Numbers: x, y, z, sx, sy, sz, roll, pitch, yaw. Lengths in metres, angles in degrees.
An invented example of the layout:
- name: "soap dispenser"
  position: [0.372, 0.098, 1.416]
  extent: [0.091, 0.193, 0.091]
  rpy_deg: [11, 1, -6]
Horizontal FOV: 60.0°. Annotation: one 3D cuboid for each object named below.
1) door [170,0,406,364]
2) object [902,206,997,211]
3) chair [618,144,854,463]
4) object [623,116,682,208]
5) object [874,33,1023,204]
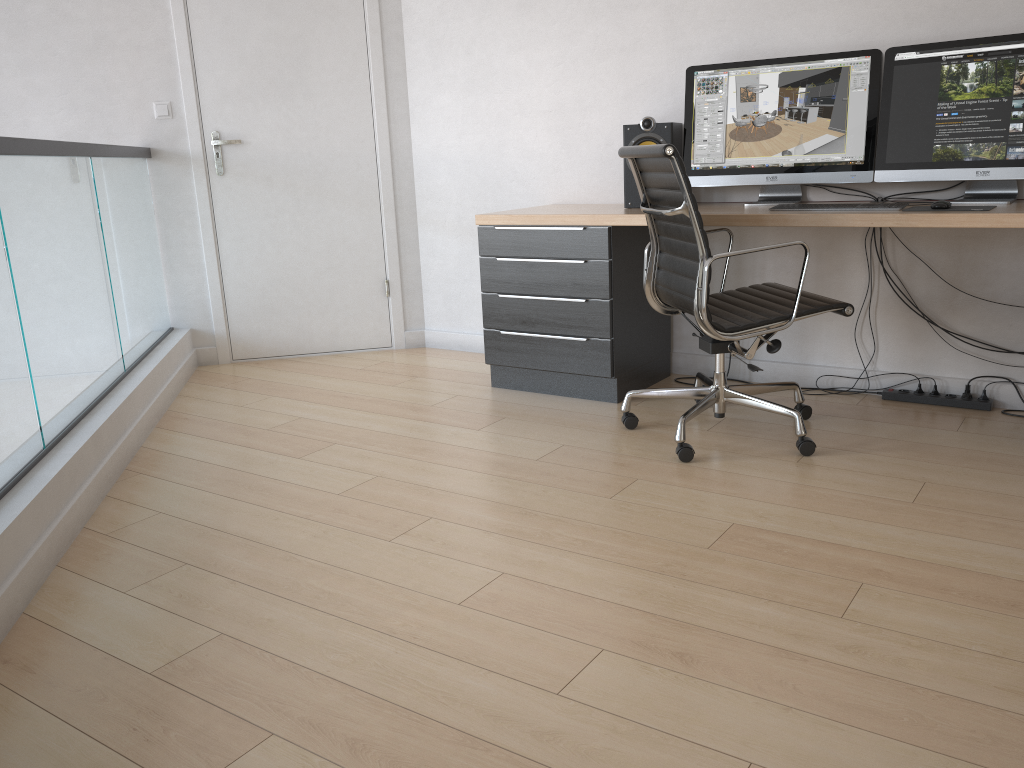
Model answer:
- name: "door"
  position: [-1.100, -1.178, 4.430]
  extent: [0.974, 2.136, 0.085]
  rpy_deg: [-5, 15, -9]
- name: "object"
  position: [1.403, -0.563, 2.844]
  extent: [0.250, 0.002, 0.200]
  rpy_deg: [7, 18, 34]
- name: "chair"
  position: [0.727, -0.316, 3.029]
  extent: [0.699, 0.991, 0.664]
  rpy_deg: [-4, 15, -4]
- name: "object"
  position: [0.580, -0.910, 3.637]
  extent: [0.198, 0.354, 0.249]
  rpy_deg: [2, 15, 20]
- name: "object"
  position: [1.610, -0.881, 2.970]
  extent: [0.716, 0.535, 0.190]
  rpy_deg: [9, 19, 39]
